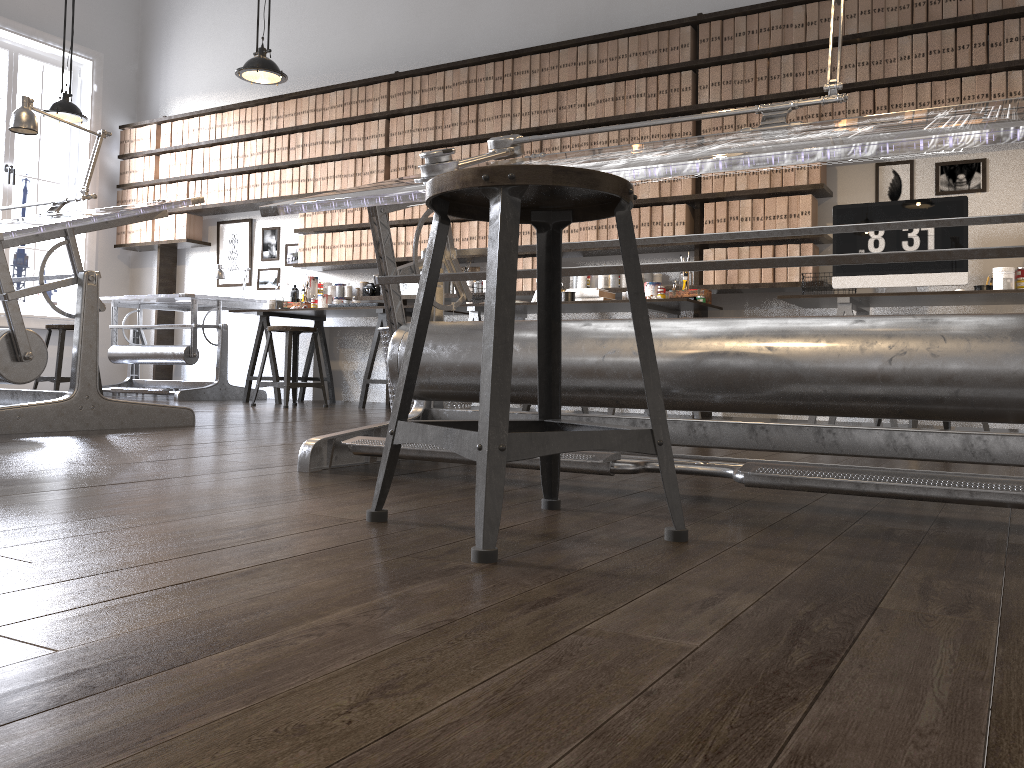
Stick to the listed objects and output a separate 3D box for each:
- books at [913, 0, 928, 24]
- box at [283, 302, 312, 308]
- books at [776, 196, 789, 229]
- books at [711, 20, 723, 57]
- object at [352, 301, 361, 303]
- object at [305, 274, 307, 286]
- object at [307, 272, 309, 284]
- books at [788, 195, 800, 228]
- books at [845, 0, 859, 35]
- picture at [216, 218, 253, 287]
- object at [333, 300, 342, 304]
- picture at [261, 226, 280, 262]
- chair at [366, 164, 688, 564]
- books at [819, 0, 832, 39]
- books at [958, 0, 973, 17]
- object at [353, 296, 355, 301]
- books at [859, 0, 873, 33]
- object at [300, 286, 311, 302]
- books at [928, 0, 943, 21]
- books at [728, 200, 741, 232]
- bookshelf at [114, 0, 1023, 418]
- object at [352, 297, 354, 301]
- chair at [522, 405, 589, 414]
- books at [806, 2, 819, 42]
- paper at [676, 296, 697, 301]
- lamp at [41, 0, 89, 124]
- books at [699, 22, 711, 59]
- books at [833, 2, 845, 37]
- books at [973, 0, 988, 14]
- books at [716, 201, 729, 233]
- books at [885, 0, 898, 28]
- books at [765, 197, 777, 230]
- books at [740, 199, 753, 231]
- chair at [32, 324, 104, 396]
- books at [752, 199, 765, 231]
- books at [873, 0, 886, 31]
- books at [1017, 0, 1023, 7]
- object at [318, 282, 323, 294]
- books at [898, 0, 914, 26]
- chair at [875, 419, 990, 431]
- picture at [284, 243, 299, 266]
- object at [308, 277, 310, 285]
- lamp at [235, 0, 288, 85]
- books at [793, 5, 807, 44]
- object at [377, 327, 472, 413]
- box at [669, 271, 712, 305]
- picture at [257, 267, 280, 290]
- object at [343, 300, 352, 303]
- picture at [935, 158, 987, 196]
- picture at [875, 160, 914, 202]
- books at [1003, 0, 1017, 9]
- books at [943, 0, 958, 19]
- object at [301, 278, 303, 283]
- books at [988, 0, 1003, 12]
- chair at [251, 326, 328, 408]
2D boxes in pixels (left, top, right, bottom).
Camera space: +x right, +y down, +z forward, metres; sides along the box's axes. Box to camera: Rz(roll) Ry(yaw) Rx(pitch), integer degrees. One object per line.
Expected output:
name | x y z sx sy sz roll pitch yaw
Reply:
books | 2.233 -2.044 4.832 0.067 0.226 0.174 0 -2 30
box | -1.589 -0.571 6.640 0.212 0.083 0.137 1 0 30
books | 1.589 -0.961 5.141 0.067 0.226 0.174 0 -2 30
books | 1.267 -2.069 5.389 0.067 0.226 0.174 0 -2 30
object | -1.146 -0.565 6.522 0.062 0.094 0.062 1 -2 -11
object | -1.549 -0.718 6.632 0.007 0.214 0.055 2 -3 -25
object | -1.541 -0.726 6.654 0.007 0.228 0.021 -1 -3 42
books | 1.649 -0.959 5.112 0.067 0.226 0.174 0 -2 30
books | 1.933 -2.052 5.007 0.067 0.226 0.174 0 -2 30
picture | -2.391 -1.125 7.626 0.415 0.576 0.040 0 -3 30
object | -1.280 -0.568 6.493 0.062 0.094 0.062 2 -2 -20
picture | -2.023 -1.172 7.429 0.201 0.285 0.022 0 -3 29
chair | 0.021 -0.034 1.341 0.358 0.529 0.371 2 -2 -32
books | 1.813 -2.055 5.079 0.067 0.226 0.174 0 -2 30
books | 2.423 -2.039 4.728 0.067 0.226 0.174 0 -2 30
object | -1.183 -0.586 6.576 0.029 0.134 0.004 0 -3 25
books | 1.994 -2.050 4.968 0.067 0.226 0.174 0 -2 30
object | -1.442 -0.681 6.727 0.344 0.146 0.077 1 -1 -37
books | 2.300 -2.042 4.799 0.067 0.226 0.174 0 -2 30
books | 1.350 -0.967 5.287 0.067 0.226 0.174 0 -2 30
bookshelf | 0.444 -0.694 5.888 9.178 3.214 0.373 1 -2 30
object | -1.192 -0.587 6.575 0.036 0.118 0.005 0 -3 24
chair | 0.235 -0.062 4.730 0.371 0.529 0.358 1 -2 3
books | 1.750 -2.057 5.110 0.067 0.226 0.174 0 -2 30
paper | 0.941 -0.477 5.002 0.155 0.038 0.137 2 0 45
lamp | -3.192 -3.041 6.416 0.311 2.257 0.312 1 -2 10
books | 1.206 -2.071 5.431 0.067 0.226 0.174 0 -2 30
books | 1.874 -2.053 5.045 0.067 0.226 0.174 0 -2 30
books | 2.485 -2.037 4.692 0.067 0.226 0.174 0 -2 30
books | 1.282 -0.969 5.320 0.067 0.226 0.174 0 -2 30
books | 2.113 -2.047 4.904 0.067 0.226 0.174 0 -2 30
books | 1.534 -0.962 5.180 0.067 0.226 0.174 0 -2 30
books | 1.409 -0.966 5.248 0.067 0.226 0.174 0 -2 30
chair | -3.079 -0.144 6.157 0.371 0.529 0.358 0 -2 38
books | 1.472 -0.964 5.216 0.067 0.226 0.174 0 -2 30
books | 2.056 -2.048 4.932 0.067 0.226 0.174 0 -2 30
books | 2.654 -2.033 4.591 0.067 0.226 0.174 0 -2 30
object | -1.503 -0.730 6.947 0.050 0.140 0.051 0 -2 28
books | 2.171 -2.045 4.873 0.067 0.226 0.174 0 -2 30
chair | 1.818 -0.020 3.848 0.358 0.529 0.371 1 -1 -2
picture | -1.767 -1.064 7.274 0.251 0.184 0.023 1 -2 30
object | -1.538 -0.712 6.642 0.055 0.193 0.006 0 -3 29
lamp | -1.503 -2.996 5.446 0.311 2.257 0.312 1 -2 10
books | 1.688 -2.058 5.148 0.067 0.226 0.174 0 -2 30
object | -0.259 0.013 2.849 0.352 0.378 0.353 2 -1 -38
box | 1.034 -0.564 5.130 0.212 0.208 0.137 1 -2 30
picture | -2.038 -0.879 7.420 0.251 0.184 0.023 1 -2 30
object | -1.210 -0.566 6.504 0.062 0.093 0.063 1 -2 -11
picture | 2.455 -1.131 4.848 0.251 0.184 0.023 1 -2 30
picture | 2.166 -1.118 5.015 0.201 0.285 0.022 0 -3 29
books | 2.600 -2.034 4.624 0.067 0.226 0.174 0 -2 30
books | 2.360 -2.041 4.759 0.067 0.226 0.174 0 -2 30
object | -1.557 -0.706 6.648 0.071 0.187 0.008 0 -3 31
books | 2.540 -2.036 4.653 0.067 0.226 0.174 0 -2 30
chair | -1.439 -0.106 5.777 0.371 0.529 0.358 0 -2 38
